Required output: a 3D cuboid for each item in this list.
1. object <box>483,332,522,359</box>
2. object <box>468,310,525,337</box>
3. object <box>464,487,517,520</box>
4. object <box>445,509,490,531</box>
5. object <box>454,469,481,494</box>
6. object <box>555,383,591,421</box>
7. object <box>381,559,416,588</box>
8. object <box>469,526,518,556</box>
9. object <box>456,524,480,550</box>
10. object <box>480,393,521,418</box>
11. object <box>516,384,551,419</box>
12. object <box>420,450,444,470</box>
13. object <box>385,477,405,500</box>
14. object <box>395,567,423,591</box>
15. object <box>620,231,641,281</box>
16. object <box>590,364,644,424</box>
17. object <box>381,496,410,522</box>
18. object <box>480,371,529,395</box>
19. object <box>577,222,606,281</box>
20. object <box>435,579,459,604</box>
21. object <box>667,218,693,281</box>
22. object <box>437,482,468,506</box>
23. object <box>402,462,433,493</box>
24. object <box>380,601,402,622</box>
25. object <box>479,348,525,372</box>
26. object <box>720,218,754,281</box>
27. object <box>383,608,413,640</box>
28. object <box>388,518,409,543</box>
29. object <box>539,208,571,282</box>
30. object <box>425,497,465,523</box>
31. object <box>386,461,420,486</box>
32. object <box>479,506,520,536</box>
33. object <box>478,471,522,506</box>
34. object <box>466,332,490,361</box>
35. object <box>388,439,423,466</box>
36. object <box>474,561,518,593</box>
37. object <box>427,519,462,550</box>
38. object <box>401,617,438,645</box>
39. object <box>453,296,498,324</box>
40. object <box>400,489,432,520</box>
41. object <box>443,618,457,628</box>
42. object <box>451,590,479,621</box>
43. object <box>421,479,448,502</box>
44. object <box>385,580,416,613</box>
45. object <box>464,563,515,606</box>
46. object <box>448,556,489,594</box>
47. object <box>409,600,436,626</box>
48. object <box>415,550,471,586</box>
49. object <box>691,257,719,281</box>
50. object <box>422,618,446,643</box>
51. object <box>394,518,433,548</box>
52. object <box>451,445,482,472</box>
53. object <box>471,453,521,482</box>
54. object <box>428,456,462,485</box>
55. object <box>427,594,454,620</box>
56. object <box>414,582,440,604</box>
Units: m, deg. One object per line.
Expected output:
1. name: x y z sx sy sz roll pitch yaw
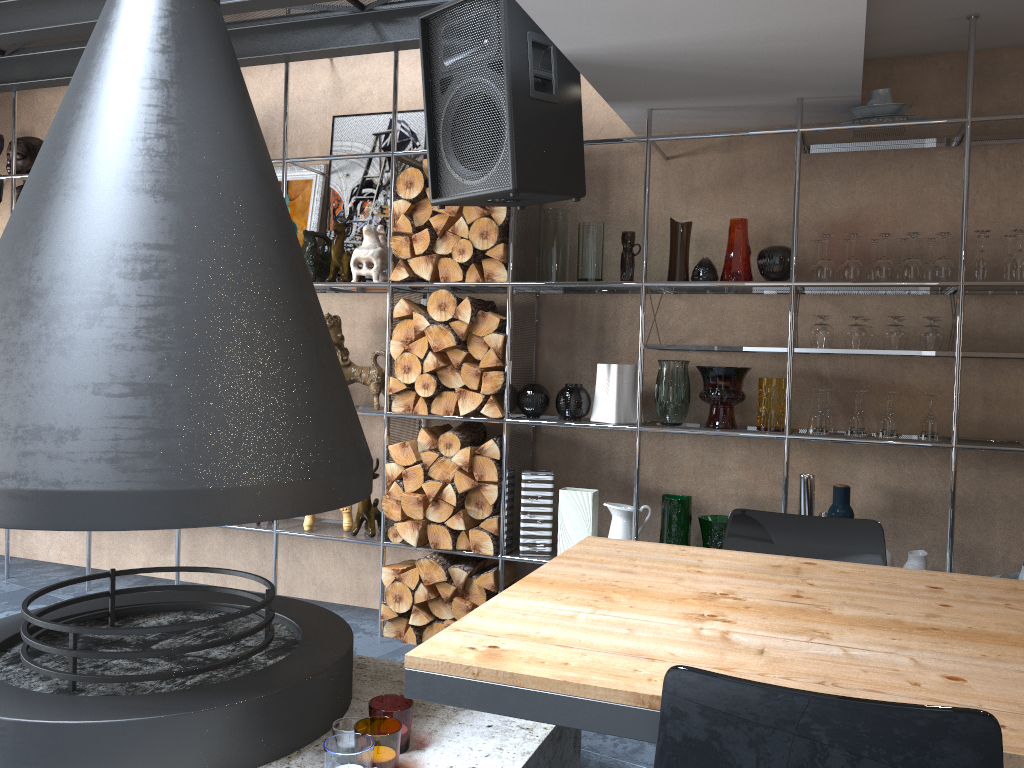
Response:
1. object: -0.037 -0.167 3.848 0.097 0.120 0.308 2 2 16
2. object: -0.062 -0.255 3.874 0.151 0.119 0.299 2 2 23
3. object: -0.094 0.510 3.907 0.143 0.143 0.286 2 2 20
4. object: -0.190 0.576 3.914 0.103 0.098 0.330 2 2 18
5. object: -0.132 0.417 3.899 0.128 0.107 0.329 2 2 21
6. object: 0.257 0.076 3.719 0.151 0.154 0.151 2 2 24
7. object: -0.480 0.861 4.021 0.111 0.121 0.310 2 2 20
8. object: -0.078 0.660 3.858 0.126 0.112 0.287 2 2 20
9. object: -0.151 0.667 3.916 0.087 0.095 0.303 2 2 20
10. object: -0.034 0.089 3.858 0.107 0.105 0.330 2 2 18
11. object: 0.093 0.073 3.781 0.148 0.146 0.150 2 2 0
12. object: -0.309 0.331 3.971 0.098 0.090 0.303 2 2 19
13. object: -0.457 0.451 4.013 0.107 0.110 0.331 2 2 18
14. object: -0.398 0.836 3.988 0.128 0.107 0.329 2 2 21
15. object: 0.480 -0.514 3.621 0.058 0.215 0.077 0 2 -43
16. object: 0.438 0.039 3.664 0.175 0.241 0.165 1 2 -34
17. object: -0.473 0.544 4.023 0.110 0.109 0.321 2 2 21
18. object: -0.025 -0.006 3.851 0.110 0.109 0.321 2 2 21
19. object: 0.329 -0.540 3.691 0.112 0.253 0.113 2 2 21
20. object: -0.239 0.887 3.937 0.107 0.098 0.330 2 2 17
21. object: 0.671 -0.533 3.559 0.092 0.268 0.092 3 2 43
22. object: -0.218 0.472 3.925 0.101 0.110 0.331 2 2 22
23. object: -0.385 0.397 3.972 0.112 0.153 0.290 2 2 17
24. object: -0.492 1.004 4.024 0.095 0.088 0.303 2 2 19
25. object: -0.035 -0.101 3.856 0.107 0.110 0.331 2 2 18
26. object: 0.886 -0.517 3.477 0.127 0.255 0.126 1 2 -26
27. object: -0.466 1.073 4.041 0.126 0.112 0.287 2 2 20
28. object: -0.462 0.645 4.046 0.103 0.110 0.312 2 2 17
29. object: 0.181 -0.576 3.749 0.122 0.313 0.122 3 2 41
30. object: -0.275 0.535 3.931 0.147 0.118 0.288 2 2 17
31. object: -0.471 0.397 4.025 0.097 0.120 0.308 2 2 16
32. object: -0.048 0.592 3.872 0.095 0.088 0.303 2 2 19
33. object: -0.051 0.449 3.868 0.111 0.121 0.310 2 2 20
34. object: -0.103 -0.161 3.894 0.112 0.153 0.290 2 2 17
35. object: -0.420 0.300 3.987 0.151 0.119 0.299 2 2 23
36. object: -0.064 0.830 3.870 0.105 0.105 0.331 2 2 17
37. object: -0.262 0.649 3.933 0.135 0.114 0.299 2 2 18
38. object: -0.393 1.087 3.984 0.087 0.095 0.303 2 2 20
39. object: -0.163 -0.313 3.867 0.107 0.121 0.289 2 2 21
40. object: -0.379 0.516 3.983 0.115 0.131 0.374 2 2 16
41. object: -0.154 1.077 3.948 0.154 0.131 0.428 2 2 21
42. object: -0.170 0.952 3.910 0.095 0.135 0.329 2 2 17
43. object: -0.299 0.456 3.938 0.107 0.098 0.330 2 2 17
44. object: -0.441 0.927 3.984 0.143 0.143 0.286 2 2 20
45. object: -0.095 0.882 3.898 0.109 0.135 0.288 2 2 24
46. object: -0.186 0.824 3.911 0.099 0.131 0.309 2 2 17
47. object: -0.349 0.998 3.981 0.103 0.098 0.330 2 2 18
48. object: -0.291 0.798 3.929 0.164 0.128 0.321 2 2 20
49. object: 0.767 -0.449 3.524 0.108 0.109 0.109 0 2 -43
50. object: -0.282 1.077 3.966 0.135 0.114 0.299 2 2 18
51. object: -0.378 0.640 3.982 0.154 0.131 0.362 2 2 21
52. object: -0.159 0.316 3.895 0.098 0.115 0.362 2 2 20
53. object: -0.067 0.350 3.855 0.135 0.114 0.299 2 2 18
54. object: -0.235 0.370 3.956 0.164 0.128 0.321 2 2 20
55. object: -0.262 0.964 3.962 0.147 0.118 0.288 2 2 17
56. object: -0.315 0.897 3.966 0.101 0.110 0.331 2 2 22
